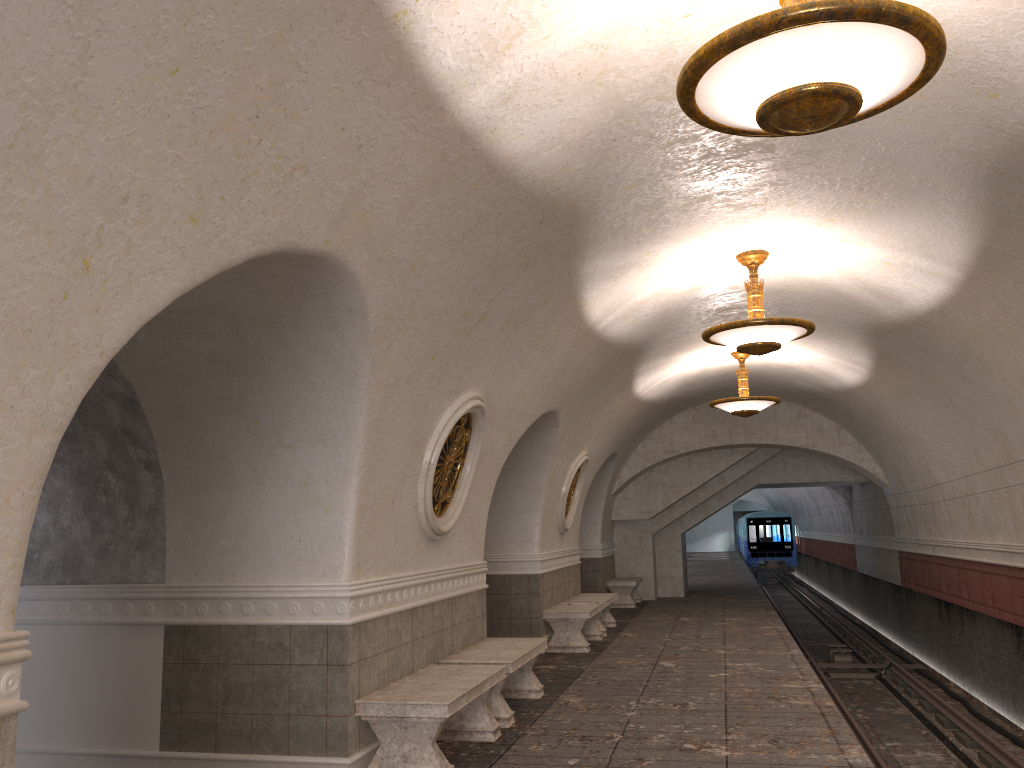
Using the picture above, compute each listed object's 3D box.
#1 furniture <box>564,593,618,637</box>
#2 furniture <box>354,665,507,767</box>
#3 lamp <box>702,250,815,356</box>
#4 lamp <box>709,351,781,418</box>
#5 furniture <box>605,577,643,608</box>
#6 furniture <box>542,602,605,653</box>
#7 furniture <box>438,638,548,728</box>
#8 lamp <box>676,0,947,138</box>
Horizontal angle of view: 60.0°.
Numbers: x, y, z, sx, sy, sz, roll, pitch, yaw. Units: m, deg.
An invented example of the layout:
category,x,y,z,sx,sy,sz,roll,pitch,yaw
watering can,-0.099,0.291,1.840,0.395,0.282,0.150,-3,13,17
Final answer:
category,x,y,z,sx,sy,sz,roll,pitch,yaw
furniture,1.231,3.487,13.455,0.613,0.508,1.509,-4,-10,13
furniture,-0.506,2.310,6.104,0.613,0.508,1.509,-4,-10,13
lamp,2.253,-0.729,8.196,1.008,0.955,1.008,-7,-11,28
lamp,3.350,0.015,12.840,1.008,0.955,1.008,4,-11,-31
furniture,2.281,4.198,17.898,0.613,0.508,1.509,-4,-10,13
furniture,0.849,3.228,11.838,0.613,0.508,1.509,-4,-10,13
furniture,-0.124,2.569,7.721,0.613,0.508,1.509,-4,-10,13
lamp,1.156,-1.472,3.553,1.008,0.955,1.008,-7,-11,28
